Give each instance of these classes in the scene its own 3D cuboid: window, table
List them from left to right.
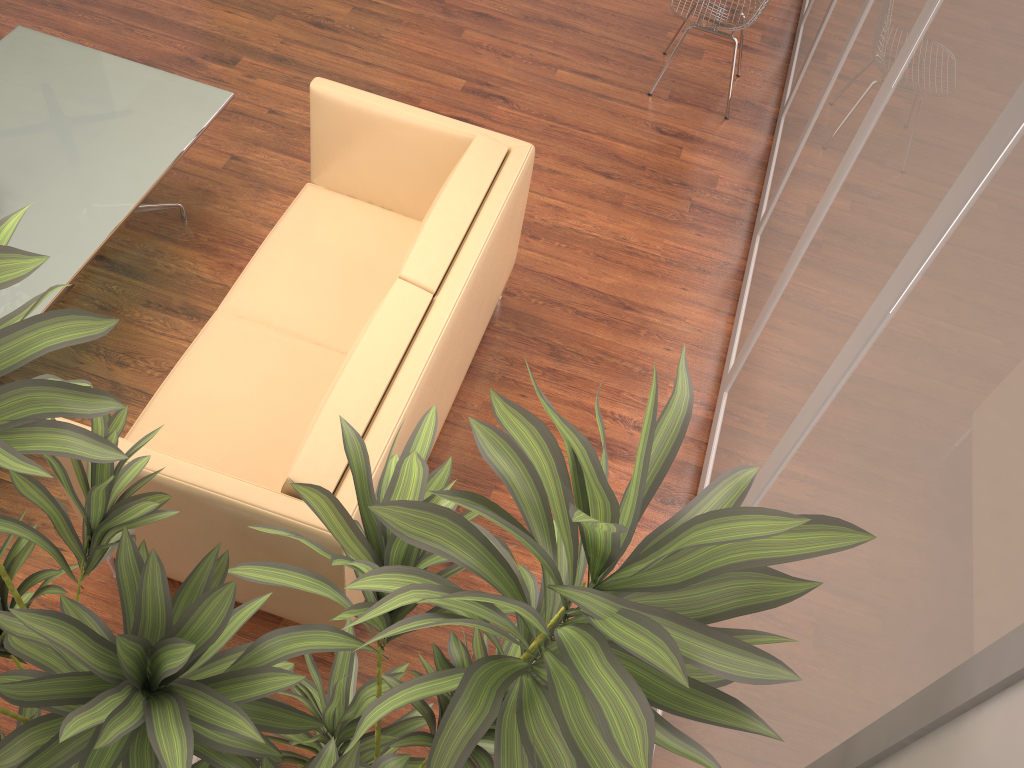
[{"bbox_3d":[-1.859,-0.461,3.246,0.938,0.586,1.790,19,54,4],"label":"table"},{"bbox_3d":[1.672,-2.441,3.488,0.062,3.432,8.192,18,53,5],"label":"window"}]

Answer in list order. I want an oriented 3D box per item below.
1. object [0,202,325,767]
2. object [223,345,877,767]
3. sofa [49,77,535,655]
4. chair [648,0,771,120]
[{"bbox_3d":[-0.916,0.551,1.687,1.072,2.202,0.930,29,54,12],"label":"object"},{"bbox_3d":[-0.271,0.751,1.657,0.956,2.202,1.043,33,55,15],"label":"object"},{"bbox_3d":[-0.630,-0.142,3.053,0.877,0.877,1.724,19,53,4],"label":"sofa"},{"bbox_3d":[1.122,-1.973,4.634,0.560,0.942,0.520,18,52,4],"label":"chair"}]
